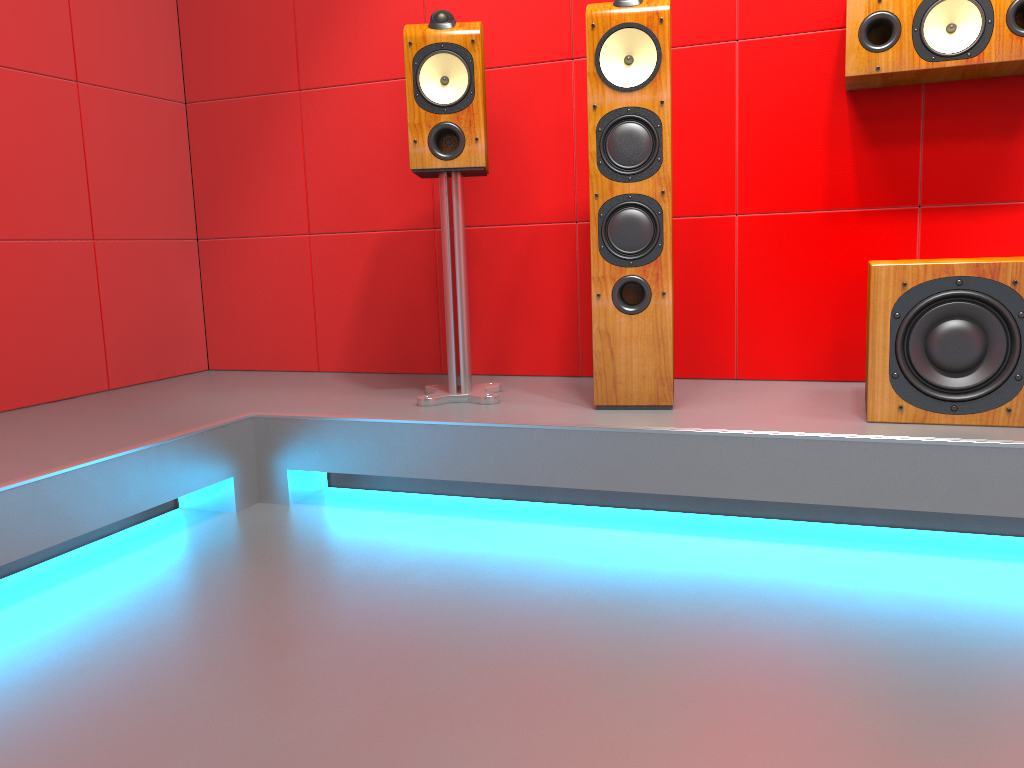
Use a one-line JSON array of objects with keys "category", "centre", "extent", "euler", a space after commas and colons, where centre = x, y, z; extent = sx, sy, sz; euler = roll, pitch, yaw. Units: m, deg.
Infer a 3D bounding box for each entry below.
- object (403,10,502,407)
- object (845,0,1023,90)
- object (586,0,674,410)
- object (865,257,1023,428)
[{"category": "object", "centre": [-0.167, -0.483, 2.506], "extent": [0.231, 1.058, 0.265], "euler": [-2, 9, 1]}, {"category": "object", "centre": [1.124, -0.937, 2.282], "extent": [0.493, 0.271, 0.235], "euler": [1, 9, 21]}, {"category": "object", "centre": [0.316, -0.469, 2.322], "extent": [0.203, 1.052, 0.238], "euler": [0, 9, 11]}, {"category": "object", "centre": [1.036, -0.111, 2.101], "extent": [0.360, 0.360, 0.360], "euler": [1, 9, 21]}]
